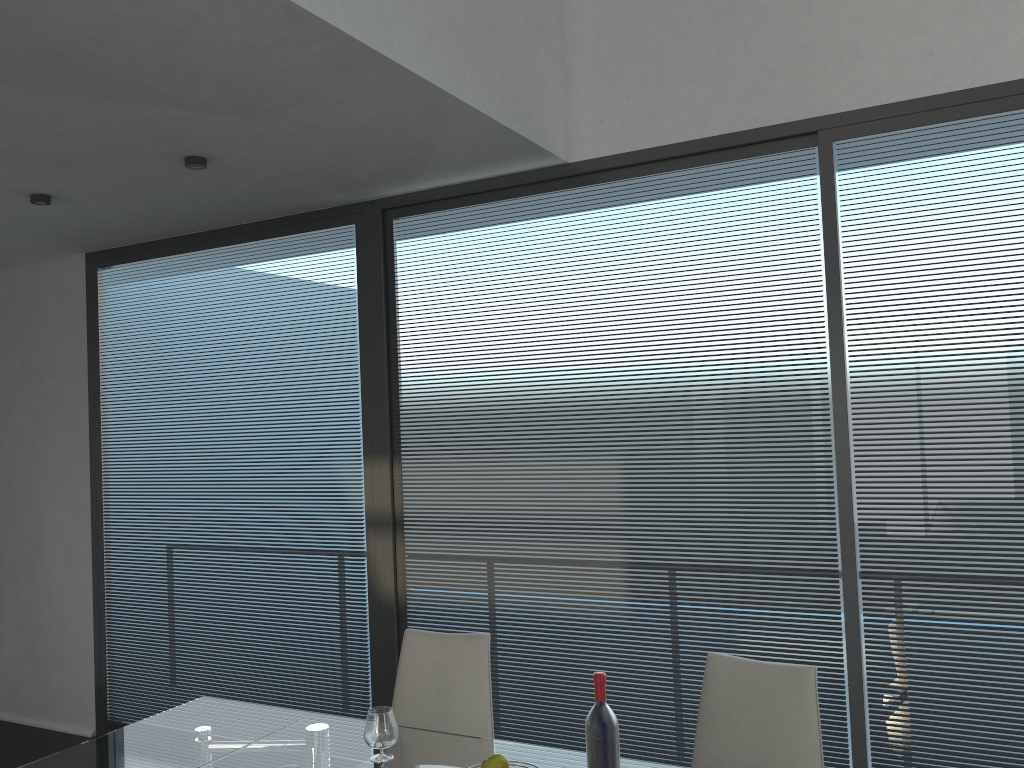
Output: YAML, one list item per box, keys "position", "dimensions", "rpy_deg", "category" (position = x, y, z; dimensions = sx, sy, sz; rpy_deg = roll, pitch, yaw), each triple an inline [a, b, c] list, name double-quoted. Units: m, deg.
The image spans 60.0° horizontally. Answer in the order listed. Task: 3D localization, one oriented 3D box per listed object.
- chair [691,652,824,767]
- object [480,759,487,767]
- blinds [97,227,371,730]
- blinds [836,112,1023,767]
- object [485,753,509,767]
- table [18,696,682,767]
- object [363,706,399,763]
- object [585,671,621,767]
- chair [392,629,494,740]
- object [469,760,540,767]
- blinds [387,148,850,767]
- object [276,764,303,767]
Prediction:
- position: [0.543, 1.242, 2.229]
  dimensions: [0.471, 0.959, 0.612]
  rpy_deg: [-4, -3, 37]
  category: "chair"
- position: [-0.050, 0.894, 2.069]
  dimensions: [0.047, 0.045, 0.047]
  rpy_deg: [-4, -3, 28]
  category: "object"
- position: [-1.479, 0.577, 4.512]
  dimensions: [1.787, 2.537, 0.018]
  rpy_deg: [-4, -3, 28]
  category: "blinds"
- position: [2.038, 0.357, 2.677]
  dimensions: [1.874, 2.537, 0.018]
  rpy_deg: [-4, -3, 28]
  category: "blinds"
- position: [-0.033, 0.867, 2.012]
  dimensions: [0.055, 0.056, 0.055]
  rpy_deg: [-4, -3, 28]
  category: "object"
- position: [-0.078, 1.373, 2.039]
  dimensions: [2.720, 0.731, 0.940]
  rpy_deg: [-4, -3, 28]
  category: "table"
- position: [-0.362, 0.969, 2.455]
  dimensions: [0.098, 0.132, 0.098]
  rpy_deg: [0, -3, -43]
  category: "object"
- position: [0.209, 0.831, 2.048]
  dimensions: [0.082, 0.326, 0.082]
  rpy_deg: [0, -3, -42]
  category: "object"
- position: [-0.303, 1.295, 2.672]
  dimensions: [0.471, 0.959, 0.612]
  rpy_deg: [-3, -2, 23]
  category: "chair"
- position: [-0.022, 0.946, 2.012]
  dimensions: [0.206, 0.105, 0.206]
  rpy_deg: [-2, -2, -17]
  category: "object"
- position: [0.315, 0.465, 3.576]
  dimensions: [1.874, 2.537, 0.018]
  rpy_deg: [-4, -3, 28]
  category: "blinds"
- position: [-0.517, 0.959, 2.056]
  dimensions: [0.098, 0.132, 0.098]
  rpy_deg: [0, -3, -43]
  category: "object"
